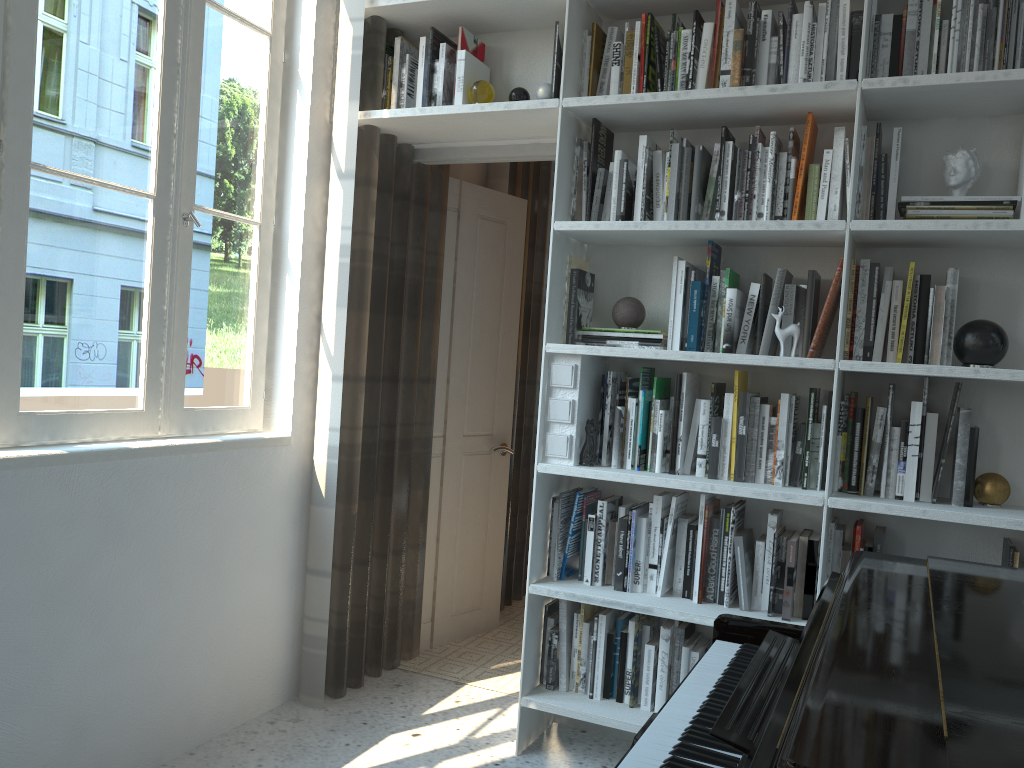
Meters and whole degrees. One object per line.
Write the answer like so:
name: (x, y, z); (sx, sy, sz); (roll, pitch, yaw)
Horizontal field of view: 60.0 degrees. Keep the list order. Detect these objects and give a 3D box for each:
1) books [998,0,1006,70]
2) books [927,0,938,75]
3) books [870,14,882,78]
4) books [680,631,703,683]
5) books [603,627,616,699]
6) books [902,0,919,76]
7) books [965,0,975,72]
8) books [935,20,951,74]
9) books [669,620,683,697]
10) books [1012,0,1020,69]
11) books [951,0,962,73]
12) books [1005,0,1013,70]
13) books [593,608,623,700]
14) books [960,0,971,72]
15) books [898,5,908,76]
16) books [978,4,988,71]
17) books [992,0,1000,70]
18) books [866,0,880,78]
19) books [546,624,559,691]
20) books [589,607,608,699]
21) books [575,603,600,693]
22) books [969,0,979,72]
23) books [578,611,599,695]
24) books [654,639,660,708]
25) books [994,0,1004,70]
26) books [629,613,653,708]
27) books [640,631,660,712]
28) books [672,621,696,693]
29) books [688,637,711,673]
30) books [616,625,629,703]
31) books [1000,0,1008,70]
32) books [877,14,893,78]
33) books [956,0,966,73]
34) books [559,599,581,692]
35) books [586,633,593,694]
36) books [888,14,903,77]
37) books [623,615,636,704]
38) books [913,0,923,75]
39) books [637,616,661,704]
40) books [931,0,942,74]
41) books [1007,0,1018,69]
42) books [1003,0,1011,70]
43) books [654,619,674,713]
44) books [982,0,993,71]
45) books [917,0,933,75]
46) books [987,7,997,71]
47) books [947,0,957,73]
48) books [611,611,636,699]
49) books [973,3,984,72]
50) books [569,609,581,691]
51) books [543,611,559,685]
books: (1.311, -0.932, 2.383); (0.005, 0.316, 0.157); (5, 2, 24)
books: (1.159, -0.944, 2.447); (0.011, 0.317, 0.154); (5, 2, 24)
books: (1.024, -0.899, 2.493); (0.015, 0.208, 0.186); (5, 2, 24)
books: (0.546, 0.889, 2.715); (0.021, 0.218, 0.190); (5, 2, 24)
books: (0.332, 0.878, 2.828); (0.022, 0.205, 0.158); (5, 2, 24)
books: (1.105, -0.929, 2.460); (0.026, 0.279, 0.151); (5, 2, 24)
books: (1.231, -0.910, 2.394); (0.009, 0.261, 0.180); (5, 2, 24)
books: (1.180, -0.877, 2.434); (0.029, 0.187, 0.149); (5, 2, 24)
books: (0.518, 0.843, 2.748); (0.014, 0.304, 0.139); (5, 2, 24)
books: (1.341, -0.890, 2.379); (0.009, 0.237, 0.134); (5, 2, 24)
books: (1.199, -0.907, 2.400); (0.012, 0.251, 0.184); (5, 2, 24)
books: (1.321, -0.915, 2.371); (0.004, 0.284, 0.166); (5, 2, 24)
books: (0.307, 0.846, 2.821); (0.023, 0.266, 0.177); (5, 2, 24)
books: (1.228, -0.908, 2.413); (0.011, 0.256, 0.152); (5, 2, 24)
books: (1.090, -0.910, 2.475); (0.012, 0.240, 0.134); (5, 2, 24)
books: (1.268, -0.890, 2.403); (0.011, 0.226, 0.129); (5, 2, 24)
books: (1.296, -0.935, 2.383); (0.004, 0.321, 0.153); (5, 2, 24)
books: (1.021, -0.938, 2.512); (0.012, 0.285, 0.159); (5, 2, 24)
books: (0.160, 0.873, 2.879); (0.029, 0.190, 0.176); (5, 2, 24)
books: (0.288, 0.847, 2.823); (0.013, 0.262, 0.174); (5, 2, 24)
books: (0.247, 0.815, 2.861); (0.011, 0.319, 0.157); (5, 2, 24)
books: (1.243, -0.918, 2.395); (0.011, 0.279, 0.169); (5, 2, 24)
books: (0.256, 0.862, 2.851); (0.022, 0.226, 0.154); (5, 2, 24)
books: (0.477, 0.886, 2.774); (0.014, 0.211, 0.146); (5, 2, 24)
books: (1.297, -0.905, 2.375); (0.010, 0.262, 0.158); (5, 2, 24)
books: (0.409, 0.837, 2.776); (0.013, 0.300, 0.183); (5, 2, 24)
books: (0.444, 0.889, 2.756); (0.030, 0.202, 0.168); (5, 2, 24)
books: (0.526, 0.863, 2.724); (0.025, 0.266, 0.159); (5, 2, 24)
books: (0.567, 0.896, 2.704); (0.028, 0.206, 0.171); (5, 2, 24)
books: (0.370, 0.873, 2.804); (0.022, 0.221, 0.163); (5, 2, 24)
books: (1.315, -0.939, 2.378); (0.005, 0.331, 0.161); (5, 2, 24)
books: (1.055, -0.906, 2.506); (0.029, 0.225, 0.136); (5, 2, 24)
books: (1.219, -0.911, 2.417); (0.010, 0.262, 0.169); (5, 2, 24)
books: (0.197, 0.823, 2.879); (0.044, 0.294, 0.181); (5, 2, 24)
books: (0.277, 0.883, 2.849); (0.022, 0.186, 0.145); (5, 2, 24)
books: (1.078, -0.901, 2.495); (0.024, 0.219, 0.140); (5, 2, 24)
books: (0.395, 0.857, 2.798); (0.027, 0.257, 0.160); (5, 2, 24)
books: (1.121, -0.926, 2.449); (0.012, 0.276, 0.157); (5, 2, 24)
books: (0.432, 0.865, 2.788); (0.022, 0.246, 0.135); (5, 2, 24)
books: (1.159, -0.926, 2.424); (0.010, 0.283, 0.184); (5, 2, 24)
books: (1.320, -0.916, 2.351); (0.011, 0.287, 0.189); (5, 2, 24)
books: (1.318, -0.925, 2.375); (0.005, 0.305, 0.162); (5, 2, 24)
books: (0.488, 0.860, 2.741); (0.031, 0.266, 0.186); (5, 2, 24)
books: (1.272, -0.922, 2.380); (0.011, 0.291, 0.176); (5, 2, 24)
books: (1.137, -0.918, 2.443); (0.024, 0.262, 0.177); (5, 2, 24)
books: (1.290, -0.884, 2.400); (0.012, 0.217, 0.133); (5, 2, 24)
books: (1.189, -0.914, 2.403); (0.009, 0.263, 0.189); (5, 2, 24)
books: (0.355, 0.856, 2.821); (0.022, 0.252, 0.139); (5, 2, 24)
books: (1.247, -0.882, 2.386); (0.011, 0.209, 0.181); (5, 2, 24)
books: (0.229, 0.849, 2.872); (0.024, 0.246, 0.143); (5, 2, 24)
books: (0.149, 0.858, 2.913); (0.023, 0.216, 0.158); (5, 2, 24)
